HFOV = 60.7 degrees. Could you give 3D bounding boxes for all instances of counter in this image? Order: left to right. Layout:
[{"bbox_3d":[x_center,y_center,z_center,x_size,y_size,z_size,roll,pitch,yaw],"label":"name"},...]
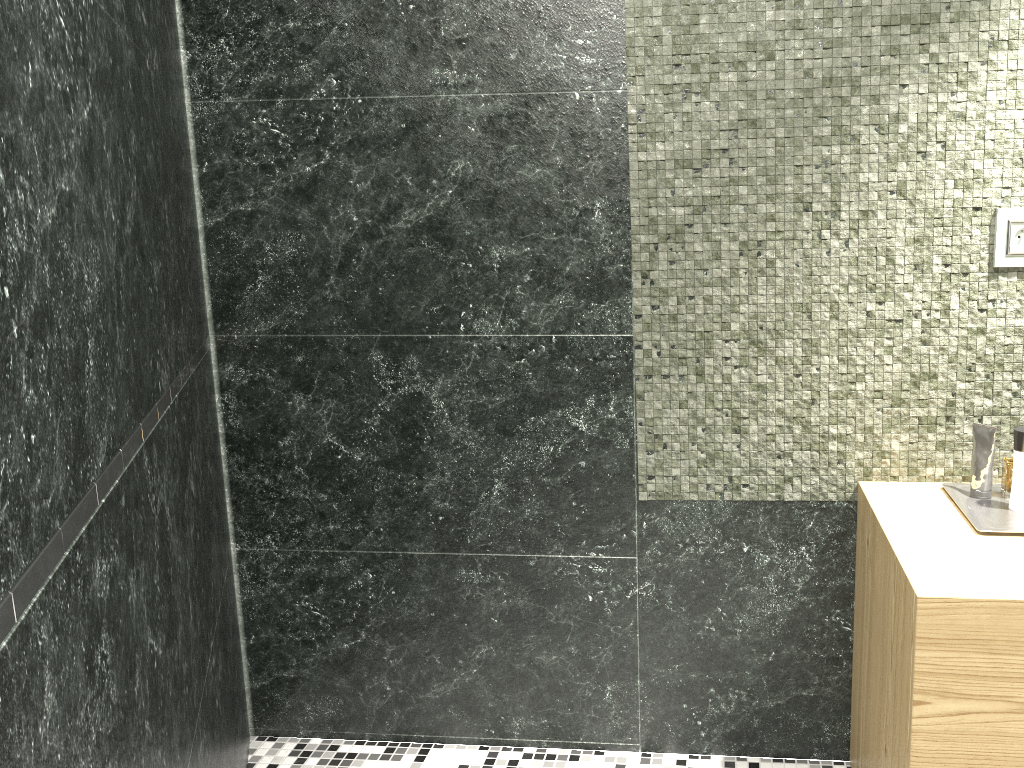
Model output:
[{"bbox_3d":[1.396,0.490,1.718,1.304,1.051,0.654,0,10,7],"label":"counter"}]

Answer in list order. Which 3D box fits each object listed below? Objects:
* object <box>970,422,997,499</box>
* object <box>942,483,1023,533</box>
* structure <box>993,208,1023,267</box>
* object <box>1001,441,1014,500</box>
[{"bbox_3d":[1.030,0.168,1.911,0.044,0.163,0.046,1,11,16],"label":"object"},{"bbox_3d":[1.096,0.261,1.830,0.310,0.011,0.324,1,11,10],"label":"object"},{"bbox_3d":[1.123,-0.321,1.915,0.121,0.128,0.017,-1,10,5],"label":"structure"},{"bbox_3d":[1.116,0.184,1.903,0.081,0.133,0.059,1,11,14],"label":"object"}]
